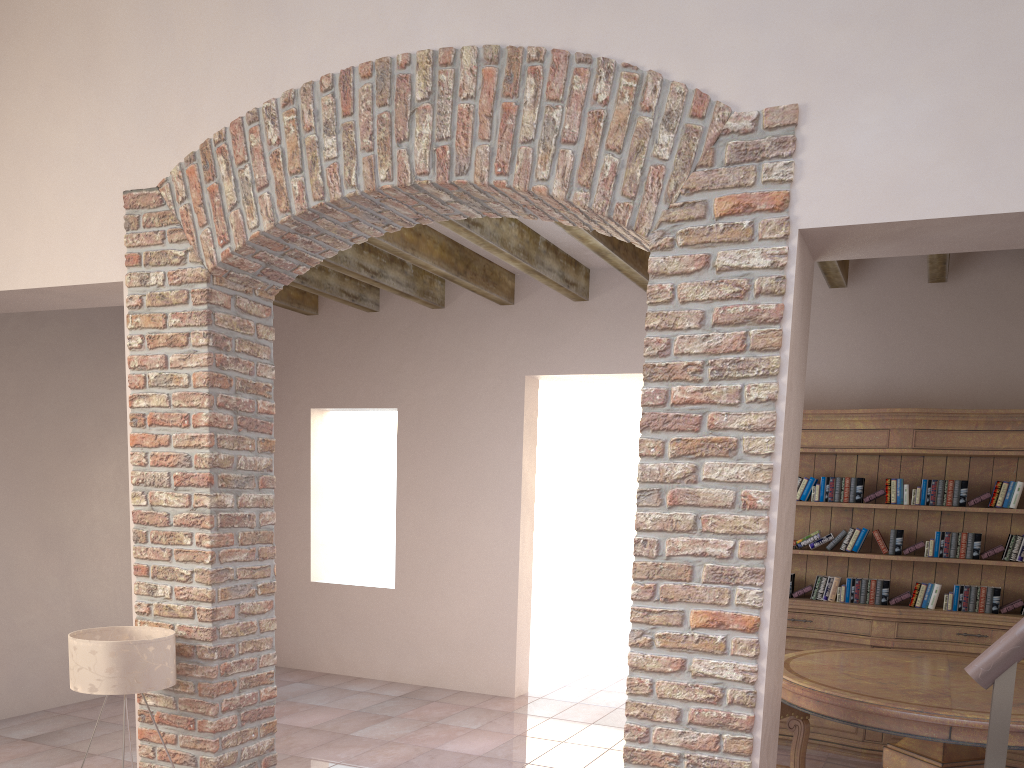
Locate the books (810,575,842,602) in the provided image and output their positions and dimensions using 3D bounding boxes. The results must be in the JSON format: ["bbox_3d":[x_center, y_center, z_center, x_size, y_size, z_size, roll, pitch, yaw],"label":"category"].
[{"bbox_3d":[1.868,1.212,5.386,0.159,0.152,0.123,2,2,24],"label":"books"}]

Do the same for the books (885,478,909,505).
[{"bbox_3d":[2.198,0.614,5.170,0.131,0.150,0.123,3,2,24],"label":"books"}]

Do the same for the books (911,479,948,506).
[{"bbox_3d":[2.353,0.613,5.105,0.178,0.147,0.136,2,1,22],"label":"books"}]

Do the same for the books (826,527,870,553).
[{"bbox_3d":[1.966,0.908,5.306,0.227,0.151,0.123,1,2,24],"label":"books"}]

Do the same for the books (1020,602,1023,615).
[{"bbox_3d":[2.879,1.197,4.954,0.159,0.152,0.123,2,2,24],"label":"books"}]

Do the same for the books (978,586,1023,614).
[{"bbox_3d":[2.714,1.201,5.025,0.220,0.150,0.123,1,1,24],"label":"books"}]

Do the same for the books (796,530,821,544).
[{"bbox_3d":[1.766,0.910,5.393,0.129,0.089,0.121,1,-2,24],"label":"books"}]

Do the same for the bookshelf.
[{"bbox_3d":[2.172,1.174,5.229,1.979,2.046,0.484,2,7,23],"label":"bookshelf"}]

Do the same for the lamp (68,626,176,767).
[{"bbox_3d":[-1.555,1.418,3.655,0.378,0.868,0.410,4,6,24],"label":"lamp"}]

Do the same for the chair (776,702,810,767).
[{"bbox_3d":[1.091,1.421,4.547,0.554,1.272,0.616,-1,6,-26],"label":"chair"}]

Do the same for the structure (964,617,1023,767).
[{"bbox_3d":[-1.601,-0.052,1.446,7.026,3.292,3.822,0,-1,24],"label":"structure"}]

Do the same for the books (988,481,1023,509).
[{"bbox_3d":[2.701,0.606,4.955,0.159,0.152,0.123,2,2,24],"label":"books"}]

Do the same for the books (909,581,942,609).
[{"bbox_3d":[2.360,1.205,5.176,0.159,0.152,0.123,2,2,24],"label":"books"}]

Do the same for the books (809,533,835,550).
[{"bbox_3d":[1.837,0.930,5.364,0.138,0.106,0.124,1,-1,24],"label":"books"}]

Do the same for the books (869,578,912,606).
[{"bbox_3d":[2.194,1.209,5.247,0.220,0.150,0.123,1,1,24],"label":"books"}]

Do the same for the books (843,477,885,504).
[{"bbox_3d":[2.041,0.618,5.237,0.220,0.150,0.123,1,1,24],"label":"books"}]

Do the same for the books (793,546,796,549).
[{"bbox_3d":[1.632,0.979,5.457,0.140,0.017,0.124,-1,-7,24],"label":"books"}]

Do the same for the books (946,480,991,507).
[{"bbox_3d":[2.535,0.610,5.026,0.220,0.150,0.123,1,1,24],"label":"books"}]

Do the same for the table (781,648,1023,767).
[{"bbox_3d":[1.839,1.624,3.887,1.519,0.756,1.511,2,-4,0],"label":"table"}]

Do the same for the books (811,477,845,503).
[{"bbox_3d":[1.859,0.620,5.317,0.178,0.147,0.136,2,1,22],"label":"books"}]

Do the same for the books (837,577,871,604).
[{"bbox_3d":[2.012,1.211,5.326,0.178,0.147,0.136,2,1,22],"label":"books"}]

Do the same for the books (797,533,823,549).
[{"bbox_3d":[1.771,0.934,5.392,0.136,0.102,0.124,1,-1,24],"label":"books"}]

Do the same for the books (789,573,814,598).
[{"bbox_3d":[1.702,1.216,5.457,0.220,0.150,0.123,1,1,24],"label":"books"}]

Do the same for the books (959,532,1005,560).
[{"bbox_3d":[2.611,0.902,5.031,0.220,0.150,0.123,1,1,24],"label":"books"}]

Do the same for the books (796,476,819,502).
[{"bbox_3d":[1.691,0.624,5.387,0.227,0.151,0.123,1,2,24],"label":"books"}]

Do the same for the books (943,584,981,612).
[{"bbox_3d":[2.532,1.204,5.104,0.178,0.147,0.136,2,1,22],"label":"books"}]

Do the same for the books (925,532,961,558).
[{"bbox_3d":[2.429,0.904,5.110,0.178,0.147,0.136,2,1,22],"label":"books"}]

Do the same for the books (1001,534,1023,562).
[{"bbox_3d":[2.777,0.898,4.959,0.159,0.152,0.123,2,2,24],"label":"books"}]

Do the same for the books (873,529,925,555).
[{"bbox_3d":[2.217,0.908,5.199,0.284,0.149,0.123,0,1,23],"label":"books"}]

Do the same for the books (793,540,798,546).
[{"bbox_3d":[1.641,0.954,5.450,0.140,0.031,0.124,-1,-7,24],"label":"books"}]
